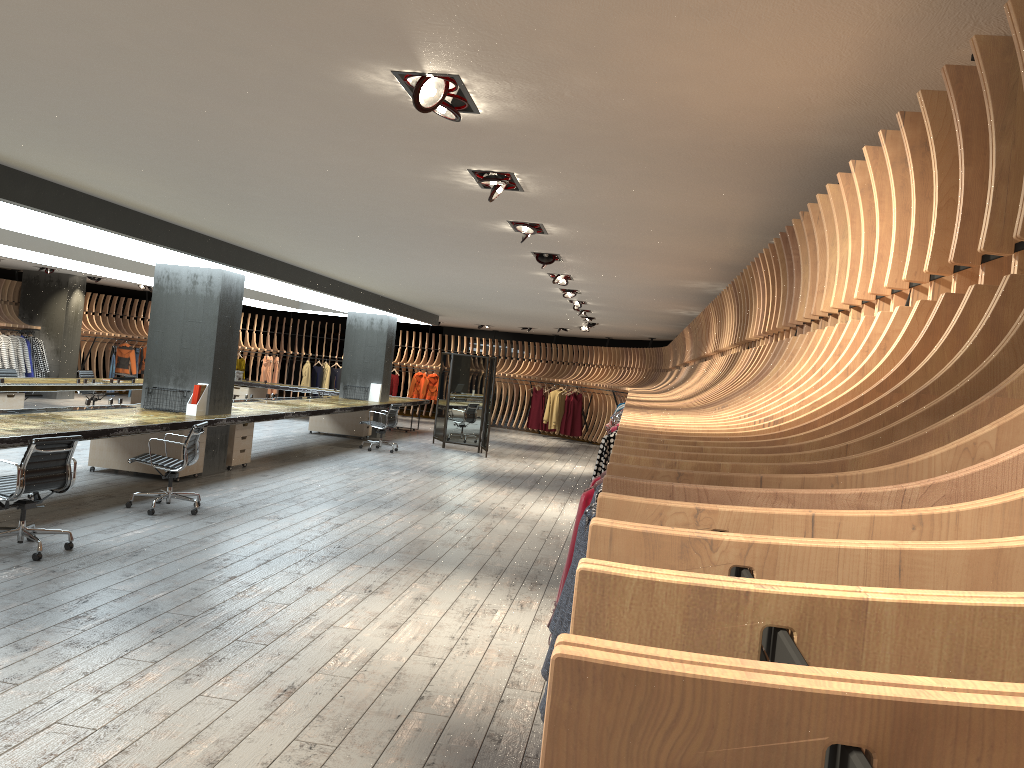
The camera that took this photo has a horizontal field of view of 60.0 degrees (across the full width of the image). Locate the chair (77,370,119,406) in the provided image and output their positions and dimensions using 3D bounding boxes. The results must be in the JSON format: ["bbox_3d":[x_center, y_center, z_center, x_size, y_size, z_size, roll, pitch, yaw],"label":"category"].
[{"bbox_3d":[-7.679,0.199,16.406,0.667,0.859,0.693,6,0,-6],"label":"chair"}]

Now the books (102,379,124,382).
[{"bbox_3d":[-7.067,-0.062,15.743,0.213,0.026,0.366,6,1,8],"label":"books"}]

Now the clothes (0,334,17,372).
[{"bbox_3d":[-10.610,-0.501,18.447,0.752,1.062,0.128,6,0,6],"label":"clothes"}]

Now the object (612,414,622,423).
[{"bbox_3d":[1.406,0.339,9.929,0.549,0.243,0.023,6,0,9],"label":"object"}]

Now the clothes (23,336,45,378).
[{"bbox_3d":[-10.492,-0.446,19.243,0.807,1.187,0.191,6,0,8],"label":"clothes"}]

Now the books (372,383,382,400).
[{"bbox_3d":[-2.799,0.181,18.159,0.215,0.368,0.075,6,0,8],"label":"books"}]

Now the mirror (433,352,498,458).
[{"bbox_3d":[-0.915,0.362,17.459,0.442,1.892,2.113,6,0,-41],"label":"mirror"}]

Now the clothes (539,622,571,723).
[{"bbox_3d":[0.308,0.745,2.210,0.181,0.854,0.683,6,0,-39],"label":"clothes"}]

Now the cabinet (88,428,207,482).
[{"bbox_3d":[-4.306,0.756,10.497,1.132,0.630,0.593,6,0,8],"label":"cabinet"}]

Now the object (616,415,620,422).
[{"bbox_3d":[1.462,0.341,10.369,0.549,0.243,0.023,6,0,-21],"label":"object"}]

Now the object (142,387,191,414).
[{"bbox_3d":[-4.158,0.198,10.686,0.459,0.289,0.329,6,0,5],"label":"object"}]

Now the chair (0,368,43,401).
[{"bbox_3d":[-7.964,0.204,14.214,0.667,0.859,0.693,6,0,4],"label":"chair"}]

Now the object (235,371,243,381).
[{"bbox_3d":[-6.636,-0.200,21.151,0.303,0.239,0.497,6,1,8],"label":"object"}]

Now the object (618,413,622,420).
[{"bbox_3d":[1.465,0.349,10.247,0.549,0.256,0.023,6,0,33],"label":"object"}]

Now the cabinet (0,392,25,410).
[{"bbox_3d":[-7.586,0.385,12.475,1.132,0.630,0.593,6,0,8],"label":"cabinet"}]

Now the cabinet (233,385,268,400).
[{"bbox_3d":[-6.398,0.370,21.303,0.593,0.630,1.131,6,1,8],"label":"cabinet"}]

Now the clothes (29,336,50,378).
[{"bbox_3d":[-10.476,-0.447,19.430,0.799,1.185,0.191,6,0,8],"label":"clothes"}]

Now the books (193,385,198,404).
[{"bbox_3d":[-3.781,0.192,10.698,0.048,0.368,0.215,6,0,8],"label":"books"}]

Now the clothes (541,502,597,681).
[{"bbox_3d":[0.374,0.744,2.662,0.585,0.854,0.211,6,0,35],"label":"clothes"}]

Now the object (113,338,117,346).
[{"bbox_3d":[-9.855,-1.015,22.065,0.023,0.243,0.549,6,1,-11],"label":"object"}]

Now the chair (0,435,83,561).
[{"bbox_3d":[-3.580,0.780,6.452,0.667,0.859,0.693,6,0,4],"label":"chair"}]

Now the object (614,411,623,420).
[{"bbox_3d":[1.514,0.341,10.739,0.549,0.250,0.023,6,0,9],"label":"object"}]

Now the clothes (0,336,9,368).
[{"bbox_3d":[-10.641,-0.501,18.214,0.752,1.062,0.128,6,0,6],"label":"clothes"}]

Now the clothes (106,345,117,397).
[{"bbox_3d":[-9.935,-0.250,22.071,0.200,1.422,0.309,6,0,-15],"label":"clothes"}]

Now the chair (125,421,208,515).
[{"bbox_3d":[-3.310,0.775,8.512,0.667,0.859,0.694,6,0,-16],"label":"chair"}]

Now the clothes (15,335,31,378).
[{"bbox_3d":[-10.551,-0.502,18.884,0.752,1.062,0.128,6,0,6],"label":"clothes"}]

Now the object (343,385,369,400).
[{"bbox_3d":[-3.170,0.185,18.022,0.459,0.289,0.329,6,0,10],"label":"object"}]

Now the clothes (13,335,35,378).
[{"bbox_3d":[-10.658,-0.447,19.105,0.885,1.239,0.245,6,0,4],"label":"clothes"}]

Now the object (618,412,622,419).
[{"bbox_3d":[1.527,0.337,10.834,0.550,0.243,0.023,7,0,44],"label":"object"}]

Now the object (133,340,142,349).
[{"bbox_3d":[-9.562,-0.993,22.595,0.023,0.243,0.549,6,1,4],"label":"object"}]

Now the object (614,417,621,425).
[{"bbox_3d":[1.408,0.352,9.735,0.547,0.262,0.023,6,0,9],"label":"object"}]

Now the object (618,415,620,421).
[{"bbox_3d":[1.499,0.337,10.631,0.549,0.243,0.023,5,0,-31],"label":"object"}]

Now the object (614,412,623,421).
[{"bbox_3d":[1.483,0.340,10.474,0.549,0.243,0.023,6,0,14],"label":"object"}]

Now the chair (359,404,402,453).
[{"bbox_3d":[-2.365,0.757,15.874,0.667,0.859,0.693,6,0,4],"label":"chair"}]

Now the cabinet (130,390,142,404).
[{"bbox_3d":[-6.894,0.376,17.635,1.132,0.630,0.593,6,0,8],"label":"cabinet"}]

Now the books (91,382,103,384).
[{"bbox_3d":[-6.797,-0.021,14.518,0.155,0.025,0.110,6,1,3],"label":"books"}]

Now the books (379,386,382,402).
[{"bbox_3d":[-2.794,0.181,18.200,0.215,0.368,0.047,6,0,8],"label":"books"}]

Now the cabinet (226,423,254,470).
[{"bbox_3d":[-4.126,0.754,11.837,1.132,0.630,0.593,6,0,8],"label":"cabinet"}]

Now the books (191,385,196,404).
[{"bbox_3d":[-3.802,0.190,10.701,0.048,0.368,0.215,6,0,8],"label":"books"}]

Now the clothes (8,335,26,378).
[{"bbox_3d":[-10.575,-0.502,18.707,0.752,1.062,0.128,6,0,6],"label":"clothes"}]

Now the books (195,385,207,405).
[{"bbox_3d":[-3.759,0.194,10.696,0.048,0.368,0.215,6,0,8],"label":"books"}]

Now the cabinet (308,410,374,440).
[{"bbox_3d":[-3.438,0.730,17.855,1.132,0.630,0.593,6,0,8],"label":"cabinet"}]

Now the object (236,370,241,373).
[{"bbox_3d":[-6.587,-0.374,21.092,0.262,0.204,0.088,6,0,6],"label":"object"}]

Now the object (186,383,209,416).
[{"bbox_3d":[-3.795,0.184,10.694,0.129,0.383,0.239,6,0,8],"label":"object"}]

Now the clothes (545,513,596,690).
[{"bbox_3d":[0.375,0.723,2.535,0.530,0.856,0.234,6,0,7],"label":"clothes"}]

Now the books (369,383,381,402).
[{"bbox_3d":[-2.803,0.181,18.131,0.215,0.368,0.073,6,0,8],"label":"books"}]
